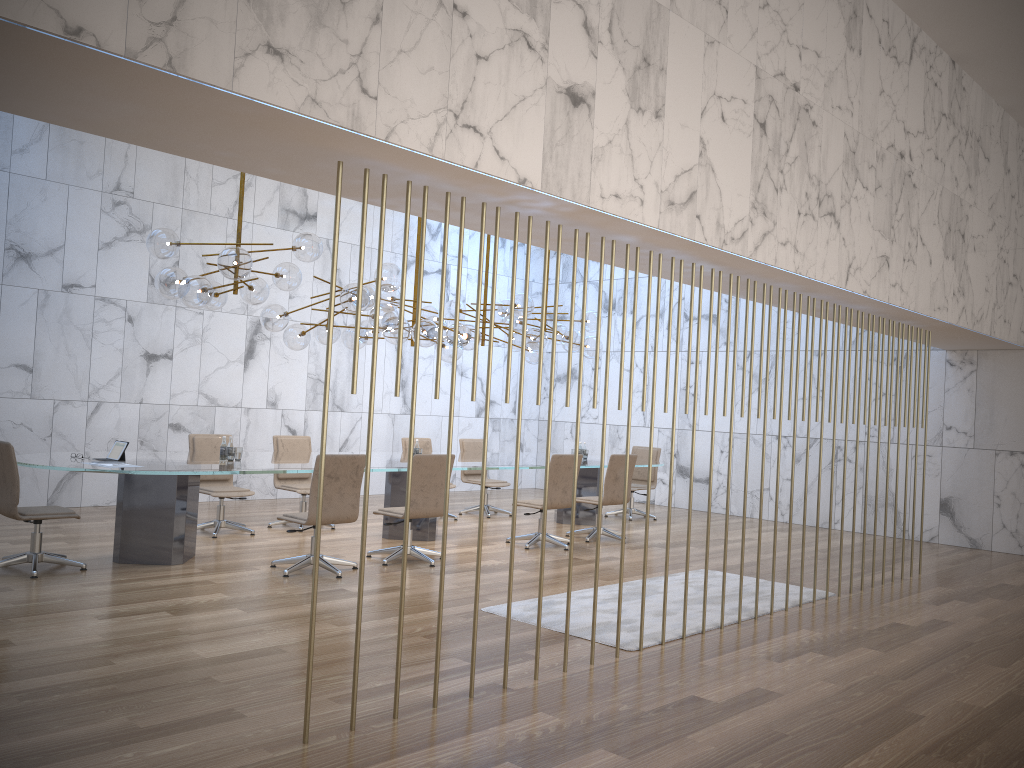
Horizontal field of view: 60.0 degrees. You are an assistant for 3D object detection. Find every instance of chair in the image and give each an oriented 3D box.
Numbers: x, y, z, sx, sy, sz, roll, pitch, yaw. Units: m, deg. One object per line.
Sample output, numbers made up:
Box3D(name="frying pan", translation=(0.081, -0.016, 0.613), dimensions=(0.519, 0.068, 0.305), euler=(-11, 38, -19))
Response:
Box3D(name="chair", translation=(-2.330, 1.092, 9.885), dimensions=(0.697, 1.000, 0.726), euler=(2, -2, 43))
Box3D(name="chair", translation=(1.044, 1.285, 10.182), dimensions=(0.697, 1.000, 0.726), euler=(2, -2, 44))
Box3D(name="chair", translation=(1.718, 1.385, 12.516), dimensions=(0.726, 1.000, 0.697), euler=(2, -2, 44))
Box3D(name="chair", translation=(-0.915, 1.122, 8.128), dimensions=(0.697, 1.000, 0.726), euler=(2, -2, 44))
Box3D(name="chair", translation=(-3.011, 1.036, 9.171), dimensions=(0.697, 1.000, 0.726), euler=(2, -2, 43))
Box3D(name="chair", translation=(-1.058, 1.198, 11.219), dimensions=(0.697, 1.000, 0.726), euler=(2, -2, 43))
Box3D(name="chair", translation=(-1.604, 1.065, 7.406), dimensions=(0.697, 1.000, 0.726), euler=(2, -2, 44))
Box3D(name="chair", translation=(-0.369, 1.255, 11.941), dimensions=(0.697, 1.000, 0.726), euler=(2, -2, 43))
Box3D(name="chair", translation=(-3.693, 0.936, 6.854), dimensions=(0.726, 1.000, 0.697), euler=(2, -2, 44))
Box3D(name="chair", translation=(0.360, 1.228, 9.465), dimensions=(0.697, 1.000, 0.726), euler=(2, -2, 44))

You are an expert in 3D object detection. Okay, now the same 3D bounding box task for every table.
Box3D(name="table", translation=(-1.080, 1.229, 9.584), dimensions=(2.092, 0.835, 7.924), euler=(2, -2, 44))

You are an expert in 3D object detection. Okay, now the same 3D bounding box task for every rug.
Box3D(name="rug", translation=(1.279, 1.695, 6.954), dimensions=(1.320, 0.034, 3.025), euler=(2, -2, 43))

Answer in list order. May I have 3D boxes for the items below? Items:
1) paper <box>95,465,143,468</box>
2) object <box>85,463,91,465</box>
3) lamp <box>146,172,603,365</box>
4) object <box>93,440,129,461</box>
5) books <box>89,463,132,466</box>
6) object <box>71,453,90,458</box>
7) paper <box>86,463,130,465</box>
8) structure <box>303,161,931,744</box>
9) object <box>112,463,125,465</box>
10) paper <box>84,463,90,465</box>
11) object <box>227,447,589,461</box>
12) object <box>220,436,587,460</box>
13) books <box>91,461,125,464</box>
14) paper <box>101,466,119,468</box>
Box3D(name="paper", translation=(-3.009, 0.629, 6.802), dimensions=(0.210, 0.001, 0.290), euler=(2, -2, 37))
Box3D(name="object", translation=(-3.185, 0.625, 6.956), dimensions=(0.210, 0.001, 0.290), euler=(2, -2, 41))
Box3D(name="lamp", translation=(-1.011, -1.585, 9.575), dimensions=(1.557, 2.716, 5.672), euler=(2, -2, 44))
Box3D(name="object", translation=(-3.309, 0.548, 7.300), dimensions=(0.255, 0.159, 0.205), euler=(2, -2, 44))
Box3D(name="books", translation=(-3.109, 0.621, 6.872), dimensions=(0.239, 0.012, 0.205), euler=(2, -2, 31))
Box3D(name="object", translation=(-3.592, 0.596, 7.382), dimensions=(0.134, 0.037, 0.096), euler=(2, -2, 22))
Box3D(name="paper", translation=(-3.185, 0.624, 6.956), dimensions=(0.210, 0.001, 0.290), euler=(2, -2, 42))
Box3D(name="structure", translation=(1.684, 0.484, 6.342), dimensions=(0.023, 2.456, 7.223), euler=(2, -2, 44))
Box3D(name="object", translation=(-3.022, 0.619, 6.842), dimensions=(0.011, 0.011, 0.158), euler=(3, -2, 19))
Box3D(name="paper", translation=(-3.198, 0.624, 6.958), dimensions=(0.210, 0.001, 0.290), euler=(2, -2, 41))
Box3D(name="object", translation=(-0.817, 0.773, 9.796), dimensions=(0.183, 0.117, 5.112), euler=(2, -2, 44))
Box3D(name="object", translation=(-0.841, 0.724, 9.840), dimensions=(0.124, 0.213, 5.189), euler=(2, -2, 44))
Box3D(name="books", translation=(-3.164, 0.615, 6.945), dimensions=(0.126, 0.012, 0.205), euler=(2, -2, 41))
Box3D(name="paper", translation=(-3.010, 0.630, 6.802), dimensions=(0.210, 0.001, 0.290), euler=(2, -2, 36))
